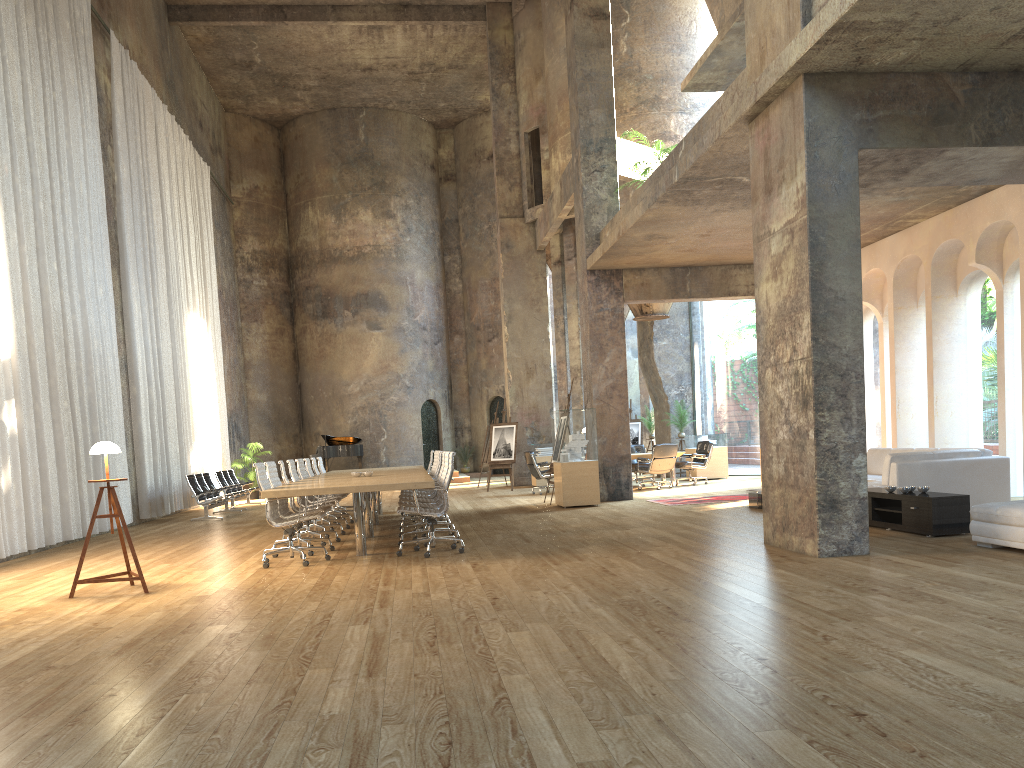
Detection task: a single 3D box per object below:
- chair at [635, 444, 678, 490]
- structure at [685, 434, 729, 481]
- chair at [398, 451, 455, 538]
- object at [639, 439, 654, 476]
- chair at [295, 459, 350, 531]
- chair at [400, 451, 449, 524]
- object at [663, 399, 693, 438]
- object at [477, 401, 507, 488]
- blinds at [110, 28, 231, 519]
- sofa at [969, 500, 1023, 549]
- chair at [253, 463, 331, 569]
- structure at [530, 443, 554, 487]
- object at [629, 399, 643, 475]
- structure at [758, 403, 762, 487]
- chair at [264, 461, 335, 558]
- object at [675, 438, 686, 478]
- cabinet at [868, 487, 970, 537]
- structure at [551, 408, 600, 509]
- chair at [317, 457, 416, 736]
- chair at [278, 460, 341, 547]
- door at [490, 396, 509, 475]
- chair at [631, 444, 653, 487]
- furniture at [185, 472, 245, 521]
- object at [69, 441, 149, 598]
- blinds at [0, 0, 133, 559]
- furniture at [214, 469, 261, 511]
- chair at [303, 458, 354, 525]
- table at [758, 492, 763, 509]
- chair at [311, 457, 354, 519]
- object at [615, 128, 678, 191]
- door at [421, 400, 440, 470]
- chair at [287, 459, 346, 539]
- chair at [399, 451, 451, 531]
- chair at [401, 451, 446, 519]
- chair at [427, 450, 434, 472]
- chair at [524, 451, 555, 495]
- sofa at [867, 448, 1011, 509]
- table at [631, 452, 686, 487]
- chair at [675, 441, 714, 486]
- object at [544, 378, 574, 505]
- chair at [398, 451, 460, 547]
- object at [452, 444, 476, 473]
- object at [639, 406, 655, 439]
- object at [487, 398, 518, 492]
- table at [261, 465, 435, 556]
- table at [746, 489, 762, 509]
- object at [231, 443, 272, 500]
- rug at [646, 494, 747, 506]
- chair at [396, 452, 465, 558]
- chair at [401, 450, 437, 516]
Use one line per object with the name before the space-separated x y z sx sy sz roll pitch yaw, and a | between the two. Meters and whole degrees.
chair | 2.820 1.640 17.422 0.726 0.897 0.822 -4 1 -33
structure | 4.408 1.656 19.930 0.734 1.020 0.741 -3 1 -7
chair | -1.068 1.350 10.766 0.699 1.031 0.662 -3 2 -1
object | 3.781 1.945 23.401 0.657 0.978 0.569 -4 2 -12
chair | -2.650 1.539 12.276 0.699 1.031 0.662 -3 2 2
chair | -1.275 1.479 12.531 0.699 1.031 0.662 -3 2 -1
object | 3.935 0.819 20.914 0.858 0.946 0.685 -3 1 -4
object | -0.499 1.522 21.856 0.686 2.160 0.695 -2 3 19
blinds | -7.227 -1.619 19.394 0.275 8.692 7.805 -4 0 -6
sofa | 4.906 0.912 6.989 2.065 0.725 1.069 -3 -1 -7
chair | -2.202 1.281 8.775 0.699 1.031 0.662 -3 2 -1
structure | 0.867 1.917 20.848 0.742 1.020 0.733 -3 1 -7
object | 3.319 1.481 24.472 0.703 2.160 0.678 -2 3 22
structure | 4.800 1.072 15.497 0.594 1.557 0.739 -4 2 -7
chair | -2.331 1.345 9.629 0.699 1.031 0.662 -3 2 2
object | 4.152 1.758 20.917 0.572 0.978 0.654 -2 2 29
cabinet | 3.906 1.265 8.789 0.395 0.370 1.559 -3 -3 -7
structure | 1.015 1.196 14.146 0.594 1.557 0.739 -4 2 -7
chair | -0.153 1.605 15.277 12.938 1.036 31.461 -3 -4 -7
chair | -2.431 1.407 10.478 0.698 1.031 0.663 -3 2 -7
door | -0.336 1.705 28.805 0.904 2.647 0.110 -1 4 35
chair | 2.655 1.746 18.861 0.729 0.897 0.819 -3 0 -6
furniture | -5.584 2.088 16.668 0.707 0.845 1.869 -3 -2 -7
object | -3.313 1.125 7.405 0.572 1.305 0.653 -2 3 26
blinds | -6.221 -2.246 10.821 0.275 8.692 7.805 -4 0 -6
furniture | -5.862 2.261 19.036 0.707 0.845 1.869 -3 -2 -7
chair | -2.758 1.605 13.167 0.699 1.031 0.662 -3 2 -1
table | 3.759 1.555 11.737 0.789 0.203 1.109 -3 -4 -7
chair | -2.867 1.672 14.077 0.698 1.031 0.662 -3 2 -3
object | 2.361 -3.074 13.986 1.401 1.820 1.350 -3 1 -1
door | -2.691 1.653 28.538 0.091 2.310 0.896 0 4 41
chair | -2.551 1.476 11.402 0.699 1.031 0.662 -3 2 -1
chair | -1.175 1.415 11.657 0.699 1.031 0.662 -3 2 2
chair | -1.378 1.546 13.456 0.698 1.031 0.663 -3 2 -7
chair | -1.622 1.673 15.158 0.699 1.031 0.662 -3 2 -1
chair | 0.692 1.791 17.886 0.819 0.898 0.728 -3 1 -10
sofa | 4.415 1.216 11.157 2.062 0.725 2.924 -3 -3 -7
table | 2.240 1.810 18.055 2.407 0.704 1.103 -3 -2 -7
chair | 3.713 1.643 18.213 0.819 0.898 0.728 -3 1 -12
object | 0.875 0.988 15.010 0.684 2.160 0.697 -4 3 -8
chair | -0.959 1.283 9.856 0.698 1.031 0.662 -3 2 -3
object | -1.526 2.456 29.138 0.912 0.996 0.903 -3 0 5
object | 3.669 0.997 23.355 0.689 0.945 0.855 -3 0 14
object | -0.175 1.380 19.994 0.703 2.160 0.678 -2 4 25
table | -1.950 1.615 12.040 1.599 0.761 7.704 -3 -4 -7
table | 3.715 1.560 12.101 0.859 0.248 0.369 -3 -1 -7
object | -6.645 2.230 22.473 1.089 1.465 1.127 -4 1 -16
rug | 3.492 1.812 13.964 2.460 0.009 1.344 -3 -4 -6
chair | -0.851 1.214 8.915 0.699 1.031 0.662 -3 2 -1
chair | -1.486 1.609 14.305 0.699 1.031 0.662 -3 2 2
